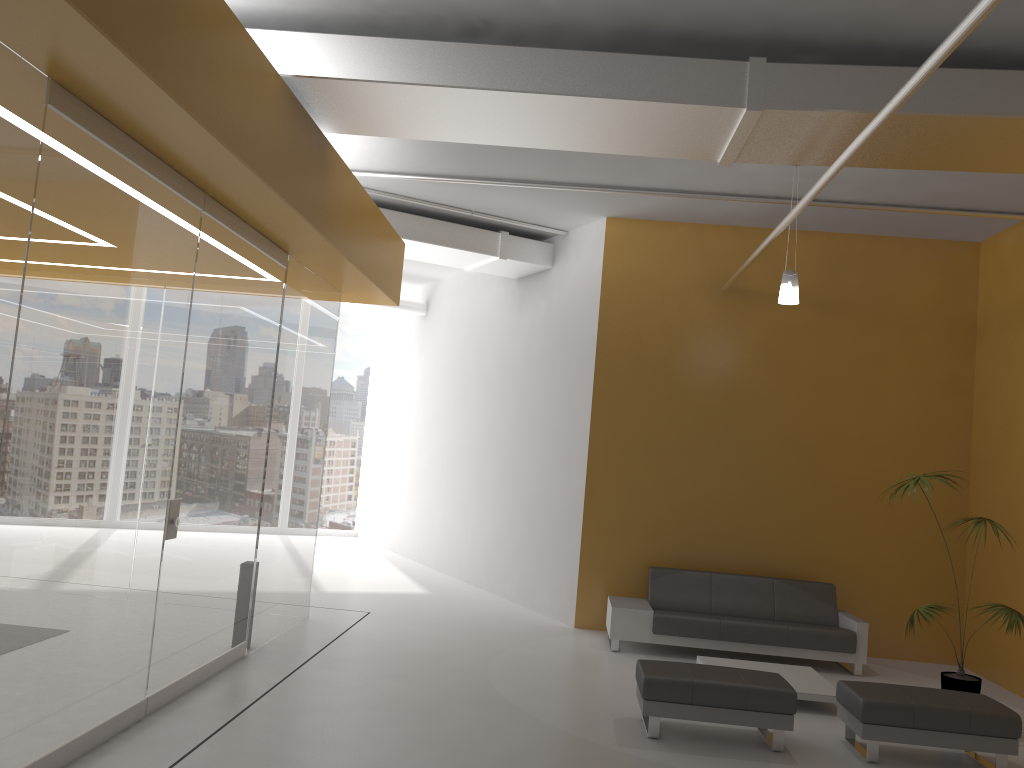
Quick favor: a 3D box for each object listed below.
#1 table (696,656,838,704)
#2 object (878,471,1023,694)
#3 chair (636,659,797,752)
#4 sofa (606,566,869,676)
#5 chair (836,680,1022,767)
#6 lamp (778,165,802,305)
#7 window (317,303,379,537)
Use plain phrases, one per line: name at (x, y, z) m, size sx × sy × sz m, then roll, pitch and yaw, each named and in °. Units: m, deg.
table at (2.108, 2.490, 7.361) m, size 1.000 × 0.150 × 1.000 m, roll 5°, pitch -5°, yaw 4°
object at (3.435, 1.659, 6.908) m, size 1.222 × 1.956 × 0.912 m, roll 0°, pitch -6°, yaw 44°
chair at (1.368, 2.187, 6.078) m, size 1.012 × 0.423 × 0.575 m, roll 5°, pitch -5°, yaw 4°
sofa at (2.167, 2.301, 8.766) m, size 2.400 × 0.761 × 0.860 m, roll 5°, pitch -5°, yaw 4°
chair at (2.766, 2.297, 5.961) m, size 1.012 × 0.423 × 0.575 m, roll 5°, pitch -5°, yaw 4°
lamp at (2.415, -1.300, 7.629) m, size 0.174 × 1.227 × 0.174 m, roll 0°, pitch -6°, yaw 45°
window at (-5.269, 0.337, 15.665) m, size 8.533 × 4.498 × 0.100 m, roll 7°, pitch -5°, yaw -26°
